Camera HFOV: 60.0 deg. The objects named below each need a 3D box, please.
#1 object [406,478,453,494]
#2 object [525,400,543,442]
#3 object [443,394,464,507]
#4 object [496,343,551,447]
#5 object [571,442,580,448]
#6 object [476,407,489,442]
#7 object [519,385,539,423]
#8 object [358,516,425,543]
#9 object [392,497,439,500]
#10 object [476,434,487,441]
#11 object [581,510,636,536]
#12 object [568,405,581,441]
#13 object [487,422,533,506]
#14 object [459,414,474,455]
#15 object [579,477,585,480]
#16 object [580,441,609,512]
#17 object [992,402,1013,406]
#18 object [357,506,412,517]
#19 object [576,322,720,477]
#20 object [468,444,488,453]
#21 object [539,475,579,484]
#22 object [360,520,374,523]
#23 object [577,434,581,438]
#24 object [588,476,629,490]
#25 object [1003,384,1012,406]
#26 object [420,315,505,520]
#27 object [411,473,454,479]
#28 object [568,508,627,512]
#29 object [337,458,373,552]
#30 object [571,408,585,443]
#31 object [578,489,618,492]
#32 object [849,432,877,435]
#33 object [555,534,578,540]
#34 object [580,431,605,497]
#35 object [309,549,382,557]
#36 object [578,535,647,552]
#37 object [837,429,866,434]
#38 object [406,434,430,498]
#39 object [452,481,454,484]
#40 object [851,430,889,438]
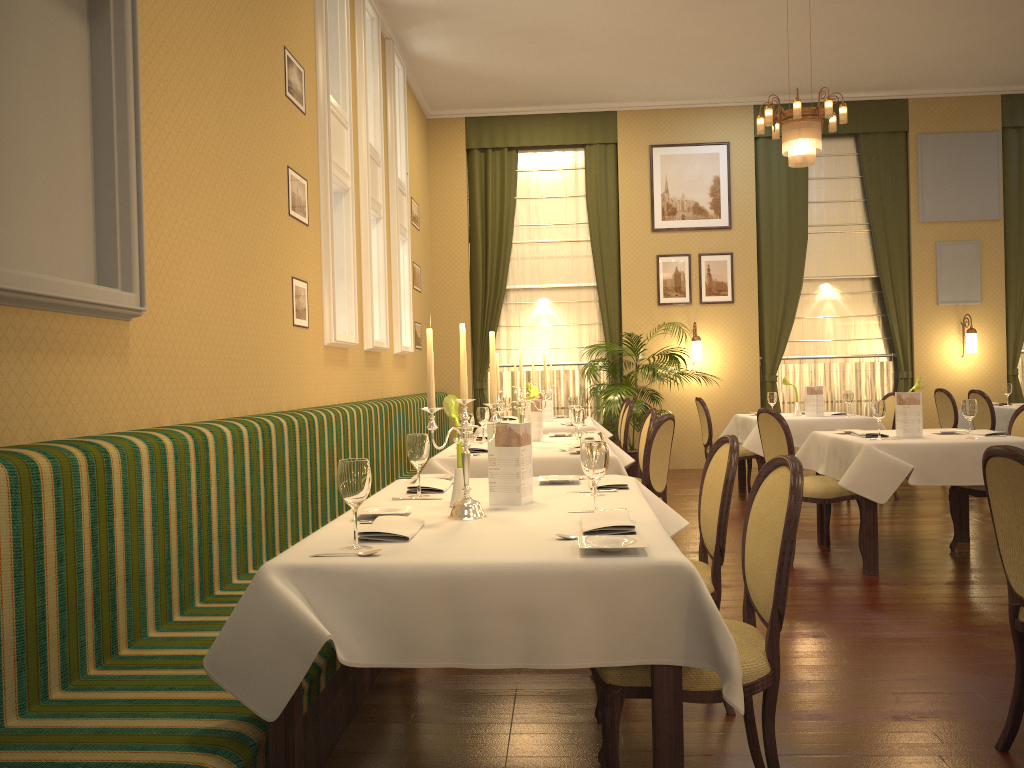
[{"bbox_3d":[-0.318,0.397,3.455,0.142,0.033,0.273,-1,0,3],"label":"object"},{"bbox_3d":[0.169,0.242,5.827,0.081,0.277,0.166,-2,1,-35],"label":"object"},{"bbox_3d":[-0.187,0.223,3.019,0.076,0.375,0.163,-2,0,-15],"label":"object"},{"bbox_3d":[0.058,0.061,5.405,0.390,0.655,0.131,-1,0,17],"label":"object"},{"bbox_3d":[0.416,0.363,5.185,0.142,0.033,0.273,-1,0,3],"label":"object"},{"bbox_3d":[-0.193,0.272,5.950,0.088,0.229,0.088,-2,1,-45],"label":"object"},{"bbox_3d":[0.090,0.195,5.621,0.163,0.375,0.076,-1,1,25],"label":"object"},{"bbox_3d":[-0.335,0.405,2.485,0.142,0.033,0.273,-1,0,3],"label":"object"},{"bbox_3d":[-0.337,0.408,3.167,0.185,0.010,0.017,-1,0,4],"label":"object"},{"bbox_3d":[-0.168,0.371,6.155,0.142,0.033,0.273,-1,0,3],"label":"object"},{"bbox_3d":[0.266,0.390,2.485,0.142,0.033,0.273,-1,0,3],"label":"object"},{"bbox_3d":[0.418,0.257,5.851,0.088,0.229,0.088,-2,1,-39],"label":"object"},{"bbox_3d":[0.012,0.269,2.988,0.166,0.277,0.081,-2,1,-25],"label":"object"},{"bbox_3d":[-0.252,0.282,4.971,0.088,0.229,0.088,-2,1,-39],"label":"object"},{"bbox_3d":[0.329,0.385,3.650,0.181,0.015,0.038,-1,0,5],"label":"object"},{"bbox_3d":[0.251,0.288,2.675,0.088,0.229,0.088,-2,1,-39],"label":"object"},{"bbox_3d":[5.072,0.209,9.234,0.142,0.033,0.273,-1,0,3],"label":"object"},{"bbox_3d":[-0.404,0.407,2.791,0.160,0.024,0.160,-1,0,3],"label":"object"},{"bbox_3d":[1.473,0.169,10.263,1.496,1.807,1.552,-2,0,-16],"label":"object"},{"bbox_3d":[-0.185,0.379,5.184,0.142,0.033,0.273,-1,0,3],"label":"object"},{"bbox_3d":[0.188,0.386,3.545,0.160,0.024,0.160,-1,0,3],"label":"object"},{"bbox_3d":[-0.365,0.413,2.663,0.185,0.010,0.017,-1,0,4],"label":"object"},{"bbox_3d":[0.520,0.357,6.129,0.142,0.024,0.273,-1,0,3],"label":"object"},{"bbox_3d":[0.370,0.383,3.430,0.142,0.024,0.273,-1,0,3],"label":"object"},{"bbox_3d":[5.047,0.111,9.029,0.088,0.229,0.088,-2,1,-39],"label":"object"},{"bbox_3d":[-0.147,0.089,2.742,0.131,0.655,0.390,-1,1,22],"label":"object"},{"bbox_3d":[-0.333,0.398,3.726,0.160,0.024,0.160,-1,0,3],"label":"object"},{"bbox_3d":[0.268,0.396,2.778,0.185,0.010,0.017,-1,0,3],"label":"object"},{"bbox_3d":[-0.402,0.308,2.271,0.088,0.229,0.088,-2,1,-39],"label":"object"},{"bbox_3d":[0.401,0.262,5.374,0.088,0.229,0.088,-2,1,-39],"label":"object"},{"bbox_3d":[0.294,0.391,3.244,0.185,0.010,0.017,-1,0,3],"label":"object"},{"bbox_3d":[2.256,0.318,5.701,0.181,0.015,0.038,-1,0,5],"label":"object"},{"bbox_3d":[0.203,0.399,2.324,0.181,0.015,0.038,-1,0,5],"label":"object"},{"bbox_3d":[0.288,0.283,3.164,0.088,0.229,0.088,-2,1,-39],"label":"object"},{"bbox_3d":[-0.410,0.416,2.184,0.181,0.015,0.038,-1,0,5],"label":"object"},{"bbox_3d":[0.243,0.396,2.166,0.160,0.024,0.160,-1,0,3],"label":"object"},{"bbox_3d":[2.216,0.314,5.806,0.160,0.024,0.160,-1,0,3],"label":"object"},{"bbox_3d":[-0.343,0.298,3.250,0.088,0.229,0.088,-2,1,-39],"label":"object"},{"bbox_3d":[-0.293,0.401,3.621,0.181,0.015,0.038,-1,0,5],"label":"object"},{"bbox_3d":[2.231,0.314,5.535,0.142,0.033,0.273,-1,0,3],"label":"object"}]
